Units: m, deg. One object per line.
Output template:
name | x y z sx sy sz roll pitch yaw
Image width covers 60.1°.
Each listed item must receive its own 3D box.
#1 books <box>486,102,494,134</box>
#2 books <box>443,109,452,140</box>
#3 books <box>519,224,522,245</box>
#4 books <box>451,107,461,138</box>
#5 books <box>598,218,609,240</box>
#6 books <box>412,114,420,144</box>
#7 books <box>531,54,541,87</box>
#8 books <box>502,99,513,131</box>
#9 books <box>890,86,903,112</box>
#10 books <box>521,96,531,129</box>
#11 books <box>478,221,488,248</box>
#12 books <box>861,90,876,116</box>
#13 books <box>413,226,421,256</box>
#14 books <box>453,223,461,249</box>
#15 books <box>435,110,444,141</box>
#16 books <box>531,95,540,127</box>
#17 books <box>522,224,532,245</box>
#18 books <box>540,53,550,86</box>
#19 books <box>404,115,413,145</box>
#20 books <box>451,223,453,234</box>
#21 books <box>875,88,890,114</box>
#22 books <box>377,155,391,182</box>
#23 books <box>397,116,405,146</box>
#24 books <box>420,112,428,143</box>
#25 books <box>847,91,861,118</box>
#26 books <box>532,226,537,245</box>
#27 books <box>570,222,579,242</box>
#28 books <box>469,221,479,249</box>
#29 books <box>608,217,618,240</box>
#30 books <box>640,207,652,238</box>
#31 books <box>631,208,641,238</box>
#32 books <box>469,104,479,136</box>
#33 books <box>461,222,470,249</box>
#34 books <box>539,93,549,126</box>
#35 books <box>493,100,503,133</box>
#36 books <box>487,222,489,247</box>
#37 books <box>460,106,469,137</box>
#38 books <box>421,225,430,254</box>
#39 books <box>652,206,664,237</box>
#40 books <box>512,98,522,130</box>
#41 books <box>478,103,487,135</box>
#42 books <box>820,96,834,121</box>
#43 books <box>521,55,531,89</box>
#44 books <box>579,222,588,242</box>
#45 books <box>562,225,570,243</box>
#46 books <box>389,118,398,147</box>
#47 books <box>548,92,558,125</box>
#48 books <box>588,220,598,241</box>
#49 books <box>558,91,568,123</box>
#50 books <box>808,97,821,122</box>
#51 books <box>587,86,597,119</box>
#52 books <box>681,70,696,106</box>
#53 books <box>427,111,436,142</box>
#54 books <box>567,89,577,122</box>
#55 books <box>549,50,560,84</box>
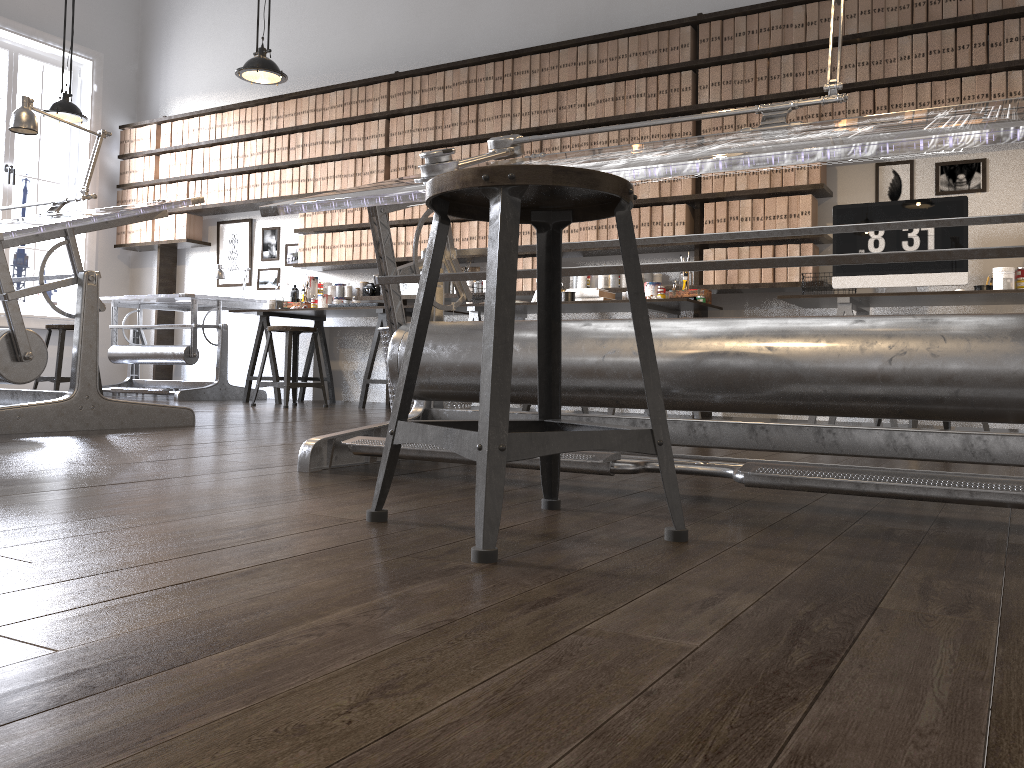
books | -0.108 -1.828 6.170 0.067 0.226 0.174 0 -2 30
books | -0.416 -1.836 6.350 0.067 0.226 0.174 0 -2 30
books | 0.077 -1.006 6.014 0.067 0.226 0.174 0 -2 30
books | -0.356 -1.834 6.311 0.067 0.226 0.174 0 -2 30
books | 0.620 -0.991 5.708 0.067 0.226 0.174 0 -2 30
books | -0.649 -1.842 6.482 0.067 0.226 0.174 0 -2 30
books | 0.199 -2.097 6.008 0.067 0.226 0.174 0 -2 30
books | 0.008 -1.825 6.099 0.067 0.226 0.174 0 -2 30
books | 2.124 -1.500 4.871 0.067 0.226 0.174 0 -2 30
books | 0.135 -1.821 6.027 0.067 0.226 0.174 0 -2 30
books | -0.161 -1.012 6.159 0.067 0.226 0.174 0 -2 30
books | 1.995 -1.503 4.945 0.067 0.226 0.174 0 -2 30
books | -0.640 -1.025 6.434 0.067 0.226 0.174 0 -2 30
books | -0.345 -1.017 6.265 0.067 0.226 0.174 0 -2 30
books | -0.477 -1.838 6.386 0.067 0.226 0.174 0 -2 30
books | 0.199 -1.820 5.992 0.067 0.226 0.174 0 -2 30
books | 0.139 -1.004 5.978 0.067 0.226 0.174 0 -2 30
books | 0.261 -2.096 5.976 0.067 0.226 0.174 0 -2 30
books | -0.713 -1.844 6.516 0.067 0.226 0.174 0 -2 30
books | -0.407 -1.018 6.293 0.067 0.226 0.174 0 -2 30
books | 2.057 -1.502 4.903 0.067 0.226 0.174 0 -2 30
books | -0.926 -1.581 6.630 0.067 0.226 0.174 0 -2 30
books | -0.772 -1.845 6.555 0.067 0.226 0.174 0 -2 30
books | -0.594 -1.841 6.452 0.067 0.226 0.174 0 -2 30
books | 1.931 -1.505 4.977 0.067 0.226 0.174 0 -2 30
books | 0.204 -1.002 5.945 0.067 0.226 0.174 0 -2 30
books | 0.448 -0.996 5.804 0.067 0.226 0.174 0 -2 30
books | -0.225 -1.014 6.190 0.067 0.226 0.174 0 -2 30
books | 0.682 -0.990 5.672 0.067 0.226 0.174 0 -2 30
books | 0.867 -0.985 5.559 0.067 0.226 0.174 0 -2 30
books | 0.805 -0.987 5.602 0.067 0.226 0.174 0 -2 30
books | -0.230 -1.831 6.237 0.067 0.226 0.174 0 -2 30
books | -0.284 -1.015 6.229 0.067 0.226 0.174 0 -2 30
books | 0.255 -1.818 5.962 0.067 0.226 0.174 0 -2 30
books | -0.055 -1.826 6.135 0.067 0.226 0.174 0 -2 30
books | -0.098 -1.010 6.117 0.067 0.226 0.174 0 -2 30
books | -0.292 -1.833 6.280 0.067 0.226 0.174 0 -2 30
books | -0.581 -1.023 6.395 0.067 0.226 0.174 0 -2 30
books | 0.934 -0.983 5.527 0.067 0.226 0.174 0 -2 30
books | 0.072 -1.823 6.066 0.067 0.226 0.174 0 -2 30
books | -0.163 -1.829 6.205 0.067 0.226 0.174 0 -2 30
books | 1.810 -1.508 5.051 0.067 0.226 0.174 0 -2 30
books | 0.134 -2.099 6.041 0.067 0.226 0.174 0 -2 30
books | 0.504 -0.995 5.774 0.067 0.226 0.174 0 -2 30
books | 0.385 -0.998 5.838 0.067 0.226 0.174 0 -2 30
books | -0.831 -1.847 6.591 0.067 0.226 0.174 0 -2 30
books | 0.310 -1.817 5.925 0.067 0.226 0.174 0 -2 30
books | 0.559 -0.993 5.736 0.067 0.226 0.174 0 -2 30
books | 0.374 -1.815 5.896 0.067 0.226 0.174 0 -2 30
books | 1.749 -1.510 5.080 0.067 0.226 0.174 0 -2 30
books | 0.556 -1.810 5.786 0.067 0.226 0.174 0 -2 30
books | 1.106 -1.796 5.470 0.067 0.226 0.174 0 -2 30
books | -0.538 -1.839 6.414 0.067 0.226 0.174 0 -2 30
books | 0.433 -1.814 5.859 0.067 0.226 0.174 0 -2 30
books | 0.321 -2.094 5.940 0.067 0.226 0.174 0 -2 30
